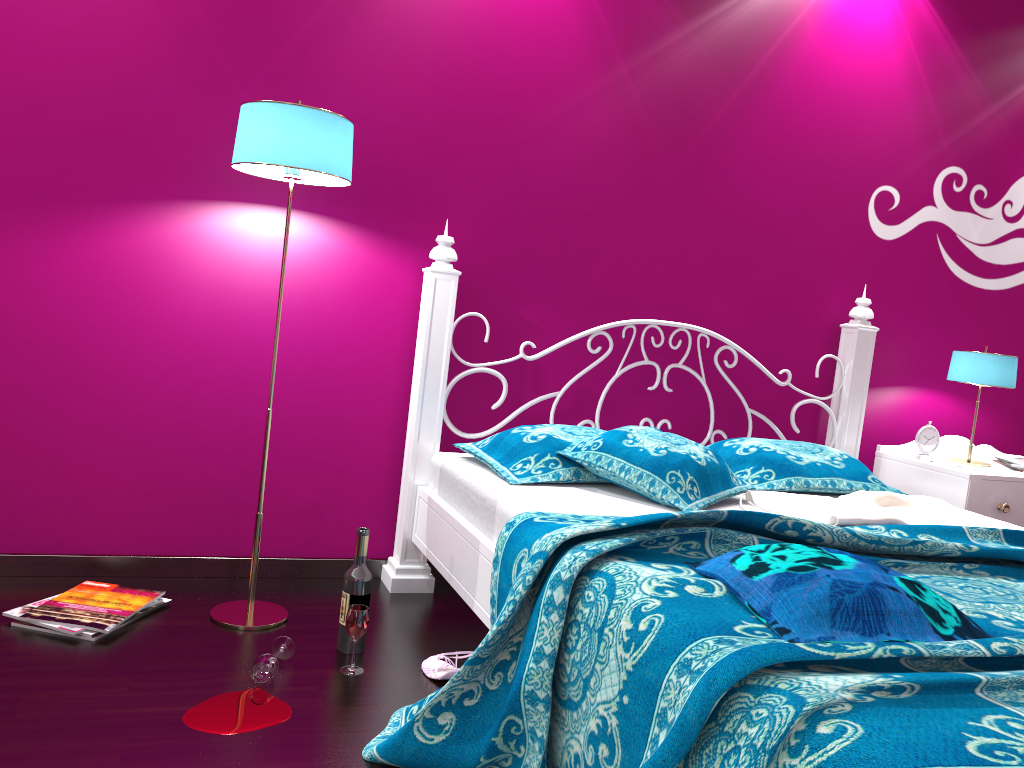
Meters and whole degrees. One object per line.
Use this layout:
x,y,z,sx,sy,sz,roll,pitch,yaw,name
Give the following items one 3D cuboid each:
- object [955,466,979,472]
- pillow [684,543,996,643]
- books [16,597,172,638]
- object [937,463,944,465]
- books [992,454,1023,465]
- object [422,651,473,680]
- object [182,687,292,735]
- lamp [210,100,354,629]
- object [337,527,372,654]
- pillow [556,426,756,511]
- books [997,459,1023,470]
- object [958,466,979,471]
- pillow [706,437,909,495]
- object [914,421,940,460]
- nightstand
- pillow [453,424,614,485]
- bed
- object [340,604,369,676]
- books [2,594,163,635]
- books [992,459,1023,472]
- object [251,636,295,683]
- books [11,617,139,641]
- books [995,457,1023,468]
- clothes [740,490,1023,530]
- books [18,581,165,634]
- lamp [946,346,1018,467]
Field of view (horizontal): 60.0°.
1.569,0.293,3.058,0.073,0.006,0.073,9,5,32,object
0.564,0.357,1.537,0.404,0.127,0.425,6,4,-11,pillow
-1.055,0.573,2.258,0.220,0.007,0.300,8,4,15,books
1.517,0.282,3.139,0.022,0.006,0.022,6,4,-6,object
1.983,0.303,3.322,0.221,0.012,0.300,7,4,3,books
-0.143,0.647,2.092,0.089,0.110,0.241,4,5,-30,object
-0.566,0.674,1.818,0.184,0.007,0.221,10,6,42,object
-0.620,-0.052,2.310,0.303,1.352,0.303,9,5,24,lamp
-0.386,0.511,2.207,0.070,0.307,0.070,3,6,-44,object
0.403,0.215,2.440,0.418,0.176,0.404,10,5,37,pillow
1.981,0.314,3.330,0.220,0.007,0.300,8,4,15,books
1.596,0.294,3.105,0.073,0.003,0.073,9,5,32,object
0.915,0.263,2.880,0.717,0.141,0.401,5,4,-19,pillow
1.522,0.206,3.250,0.106,0.140,0.033,5,4,-18,object
1.769,0.529,3.279,0.742,0.616,0.455,5,4,-21,nightstand
0.232,0.202,2.613,0.717,0.141,0.401,5,5,-26,pillow
0.811,0.245,1.980,2.167,1.143,2.317,5,4,-21,bed
-0.368,0.599,2.083,0.056,0.153,0.056,8,4,18,object
-1.077,0.564,2.246,0.220,0.007,0.300,8,4,18,books
1.972,0.321,3.322,0.220,0.007,0.300,7,4,9,books
-0.548,0.631,2.029,0.056,0.056,0.153,7,4,4,object
-1.064,0.579,2.249,0.220,0.007,0.300,7,4,9,books
1.959,0.305,3.319,0.220,0.007,0.300,8,4,18,books
1.061,0.503,2.428,1.036,0.376,0.553,5,5,-26,clothes
-1.054,0.562,2.250,0.221,0.012,0.300,7,4,3,books
1.721,0.077,3.279,0.229,0.438,0.229,9,5,24,lamp
